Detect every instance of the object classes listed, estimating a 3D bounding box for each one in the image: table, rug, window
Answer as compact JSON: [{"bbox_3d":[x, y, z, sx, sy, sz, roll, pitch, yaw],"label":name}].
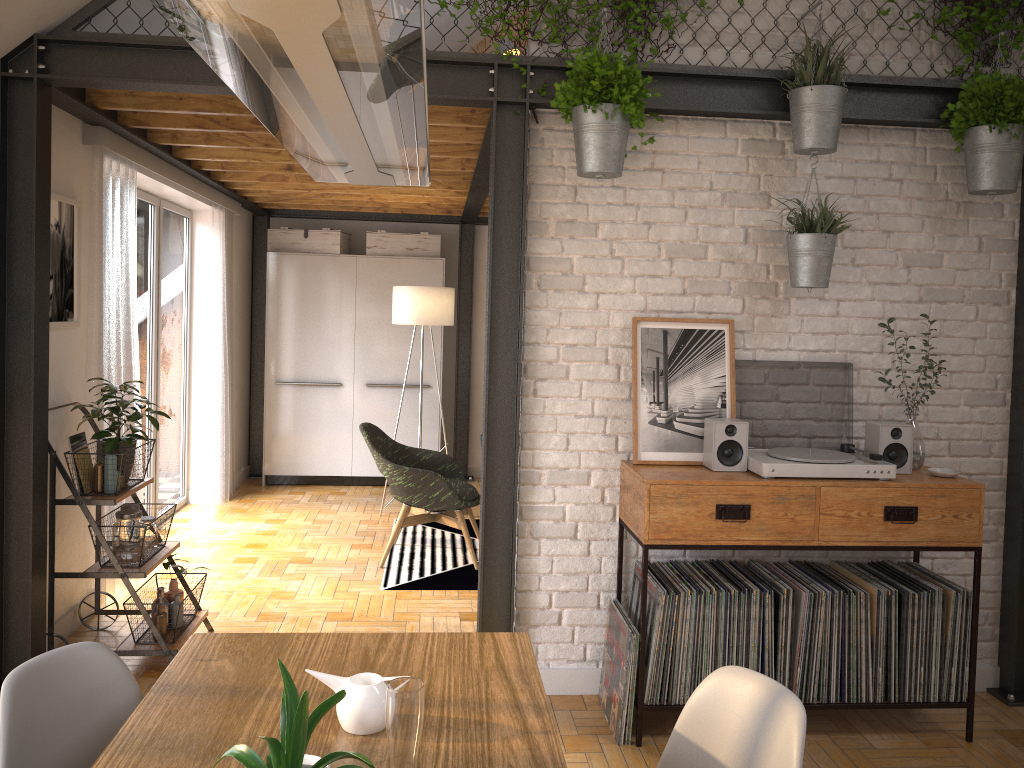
[{"bbox_3d":[-0.309,1.033,1.447,0.850,0.753,1.469,1,4,-5],"label":"table"},{"bbox_3d":[0.946,1.106,5.862,3.500,0.010,1.704,1,4,-5],"label":"rug"},{"bbox_3d":[2.136,-0.889,3.297,8.629,4.458,7.802,1,4,-5],"label":"window"}]

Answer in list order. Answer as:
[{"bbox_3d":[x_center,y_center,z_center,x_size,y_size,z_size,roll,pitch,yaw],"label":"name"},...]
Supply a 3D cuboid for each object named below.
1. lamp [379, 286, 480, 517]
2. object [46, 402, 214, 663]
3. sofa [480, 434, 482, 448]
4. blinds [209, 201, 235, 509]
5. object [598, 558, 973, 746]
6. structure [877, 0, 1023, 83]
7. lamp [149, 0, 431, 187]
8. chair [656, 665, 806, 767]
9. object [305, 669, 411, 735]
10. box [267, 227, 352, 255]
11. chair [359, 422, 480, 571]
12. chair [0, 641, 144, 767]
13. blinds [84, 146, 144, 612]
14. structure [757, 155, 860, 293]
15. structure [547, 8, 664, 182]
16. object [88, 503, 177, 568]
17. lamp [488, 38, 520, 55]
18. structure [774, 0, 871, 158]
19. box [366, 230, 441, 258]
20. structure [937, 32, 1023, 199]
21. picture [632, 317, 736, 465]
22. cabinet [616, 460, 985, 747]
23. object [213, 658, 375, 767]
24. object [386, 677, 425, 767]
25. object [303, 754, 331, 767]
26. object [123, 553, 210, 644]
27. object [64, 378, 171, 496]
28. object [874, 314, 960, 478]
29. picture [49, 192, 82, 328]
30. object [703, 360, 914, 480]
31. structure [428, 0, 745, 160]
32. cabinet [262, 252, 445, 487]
[{"bbox_3d":[0.213,0.168,6.557,2.358,1.716,0.572,2,2,3],"label":"lamp"},{"bbox_3d":[-1.683,0.640,3.882,0.631,1.076,0.580,1,3,-5],"label":"object"},{"bbox_3d":[0.757,0.638,6.723,1.973,0.781,0.826,1,3,-5],"label":"sofa"},{"bbox_3d":[-2.184,-0.247,6.772,0.124,2.283,0.668,1,2,-6],"label":"blinds"},{"bbox_3d":[1.023,1.009,3.420,1.313,0.573,0.405,1,3,-5],"label":"object"},{"bbox_3d":[2.022,-1.831,3.631,1.305,1.867,0.459,1,2,-8],"label":"structure"},{"bbox_3d":[-0.241,-1.318,1.371,0.269,1.816,1.349,1,3,-5],"label":"lamp"},{"bbox_3d":[2.039,0.131,1.248,4.018,2.681,3.498,1,4,-4],"label":"chair"},{"bbox_3d":[-0.286,0.586,1.664,0.178,0.106,0.107,3,4,22],"label":"object"},{"bbox_3d":[-1.768,-1.242,7.753,0.641,0.218,0.377,2,4,5],"label":"box"},{"bbox_3d":[-0.570,0.671,5.543,0.783,0.829,0.754,2,3,1],"label":"chair"},{"bbox_3d":[-0.707,0.958,1.710,0.543,0.800,0.465,3,3,21],"label":"chair"},{"bbox_3d":[-1.991,-0.069,4.531,0.124,2.279,0.668,2,2,-4],"label":"blinds"},{"bbox_3d":[1.147,-0.623,3.457,0.360,0.534,0.385,2,3,5],"label":"structure"},{"bbox_3d":[0.343,-1.090,3.343,0.438,0.651,0.423,3,3,25],"label":"structure"},{"bbox_3d":[-1.653,0.647,3.882,0.238,0.215,0.440,1,4,-5],"label":"object"},{"bbox_3d":[-0.293,-2.621,7.899,0.851,0.812,0.194,4,3,38],"label":"lamp"},{"bbox_3d":[1.153,-1.179,3.424,0.384,0.606,0.349,-1,4,-42],"label":"structure"},{"bbox_3d":[-0.968,-1.225,7.840,0.641,0.218,0.377,1,4,-10],"label":"box"},{"bbox_3d":[1.906,-1.055,3.479,0.438,0.651,0.423,3,3,25],"label":"structure"},{"bbox_3d":[0.681,0.028,3.506,0.411,0.575,0.127,1,2,-5],"label":"picture"},{"bbox_3d":[1.072,0.817,3.404,1.264,0.962,0.457,1,3,-5],"label":"cabinet"},{"bbox_3d":[-0.279,0.520,1.095,0.233,0.329,0.214,2,3,1],"label":"object"},{"bbox_3d":[-0.172,0.569,1.414,0.062,0.184,0.062,0,3,-41],"label":"object"},{"bbox_3d":[-0.323,0.624,1.354,0.077,0.077,0.078,2,3,13],"label":"object"},{"bbox_3d":[-1.505,0.937,3.906,0.276,0.290,0.440,1,4,-5],"label":"object"},{"bbox_3d":[-1.742,0.215,3.866,0.396,0.474,0.493,2,3,7],"label":"object"},{"bbox_3d":[1.586,0.033,3.484,0.296,0.620,0.291,2,3,10],"label":"object"},{"bbox_3d":[-1.970,-0.532,3.862,0.023,0.574,0.416,2,3,-5],"label":"picture"},{"bbox_3d":[1.147,0.128,3.427,0.787,0.414,0.415,1,3,-5],"label":"object"},{"bbox_3d":[0.339,-1.707,3.474,2.127,1.677,0.432,1,2,-5],"label":"structure"},{"bbox_3d":[-1.386,-0.133,7.970,1.506,1.999,0.810,1,2,-5],"label":"cabinet"}]
